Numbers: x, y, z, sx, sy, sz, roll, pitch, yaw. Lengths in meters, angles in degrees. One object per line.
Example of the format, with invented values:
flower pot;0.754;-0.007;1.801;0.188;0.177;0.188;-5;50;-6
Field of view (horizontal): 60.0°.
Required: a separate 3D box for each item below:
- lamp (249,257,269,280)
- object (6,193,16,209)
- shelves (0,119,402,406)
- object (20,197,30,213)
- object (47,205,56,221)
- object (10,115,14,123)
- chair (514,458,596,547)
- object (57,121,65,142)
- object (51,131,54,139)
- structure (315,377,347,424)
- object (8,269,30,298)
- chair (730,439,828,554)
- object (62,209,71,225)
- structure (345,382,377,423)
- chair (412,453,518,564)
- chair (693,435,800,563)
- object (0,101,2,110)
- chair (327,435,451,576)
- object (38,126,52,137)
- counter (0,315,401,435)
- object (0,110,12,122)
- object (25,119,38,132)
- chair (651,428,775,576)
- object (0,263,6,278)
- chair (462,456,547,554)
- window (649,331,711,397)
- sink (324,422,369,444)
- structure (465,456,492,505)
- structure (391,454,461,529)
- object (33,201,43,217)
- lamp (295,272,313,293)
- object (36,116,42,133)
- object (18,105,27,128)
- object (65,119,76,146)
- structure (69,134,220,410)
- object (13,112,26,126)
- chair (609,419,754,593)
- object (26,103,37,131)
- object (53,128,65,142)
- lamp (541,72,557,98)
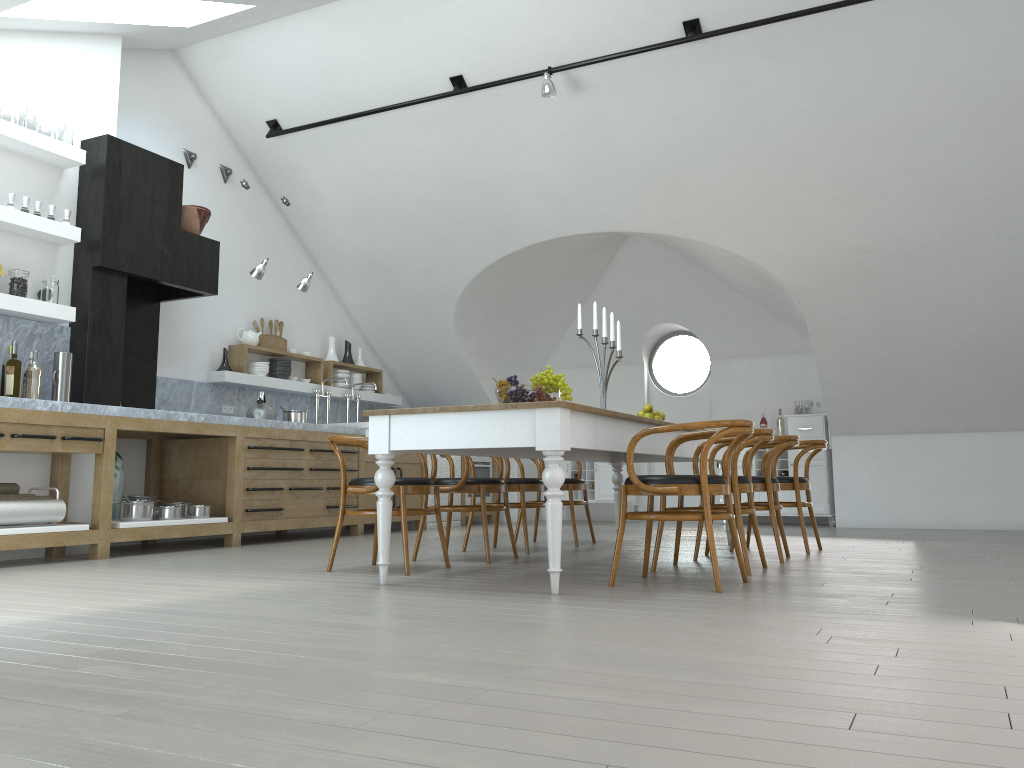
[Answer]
lamp;-2.042;-0.925;7.131;0.164;0.179;0.115;-7;-10;44
object;-3.148;-1.135;5.566;0.064;0.125;0.067;-3;-8;20
shelves;-2.453;-0.704;7.632;0.479;1.367;5.531;-3;-7;21
object;-3.096;-1.128;5.635;0.064;0.125;0.067;-3;-8;20
object;-3.017;-1.109;5.804;0.064;0.125;0.067;-3;-8;20
object;-3.207;-1.652;5.639;0.094;0.094;0.093;4;-8;-31
chair;0.275;0.849;6.762;0.621;0.738;0.525;-3;-8;23
object;-3.015;-1.665;5.926;0.054;0.179;0.054;-1;-8;3
object;-3.083;-1.626;5.885;0.094;0.094;0.093;4;-8;-31
structure;-1.747;0.211;8.672;0.332;0.532;0.213;-1;-8;7
object;-3.106;-0.623;5.575;0.120;0.183;0.120;-7;-10;41
chair;1.810;0.750;5.951;0.621;0.738;0.526;-4;-8;29
object;-2.967;-1.099;5.903;0.064;0.125;0.067;-3;-8;20
structure;-1.529;0.258;9.105;0.332;0.532;0.213;-1;-8;7
chair;-0.327;0.707;5.454;0.621;0.738;0.525;-3;-8;23
chair;1.427;0.684;5.340;0.621;0.738;0.525;-3;-8;21
object;-3.244;-1.697;5.578;0.048;0.170;0.048;-6;-10;34
chair;-0.704;0.640;4.838;0.621;0.738;0.525;-4;-8;26
object;-3.057;-1.632;5.797;0.077;0.085;0.077;4;-8;-31
counter;-2.022;0.131;7.873;0.961;0.622;6.555;-4;-7;26
object;-3.181;-1.658;5.550;0.077;0.085;0.077;4;-8;-31
object;-3.120;-1.648;5.739;0.082;0.105;0.081;0;-7;-5
chair;1.088;0.615;4.702;0.621;0.738;0.525;-4;-8;26
object;-3.193;-0.649;5.398;0.128;0.200;0.163;-3;-8;21
chair;-0.056;0.780;6.125;0.621;0.738;0.526;-4;-9;29
window;2.052;-0.239;10.724;0.899;0.903;0.060;-4;-9;26
sink;-1.401;0.515;8.690;0.726;0.203;1.018;-4;-7;26
structure;-0.630;1.090;10.118;0.630;0.639;0.630;-4;-8;26
structure;-0.970;1.112;9.436;0.598;0.826;0.722;-4;-8;26
object;-3.066;-1.118;5.726;0.064;0.125;0.067;-3;-8;20
lamp;-1.781;-0.874;7.642;0.169;0.177;0.112;-3;-8;18
object;-3.120;-1.670;5.825;0.048;0.170;0.048;-6;-10;34
object;-3.138;-1.691;5.680;0.054;0.179;0.054;-1;-8;3
object;-2.952;-1.670;5.916;0.063;0.188;0.062;0;-8;-5
structure;-2.829;-0.711;6.575;0.780;1.892;1.072;-4;-9;26
object;-3.121;-1.659;5.608;0.071;0.099;0.071;1;-8;-9
chair;0.800;0.543;4.039;0.621;0.738;0.526;-4;-9;29
object;-3.075;-1.697;5.670;0.063;0.188;0.062;0;-8;-5
object;-2.997;-1.632;5.854;0.071;0.099;0.071;1;-8;-9
lamp;0.274;-2.216;6.558;0.112;0.176;0.114;1;-8;-11
